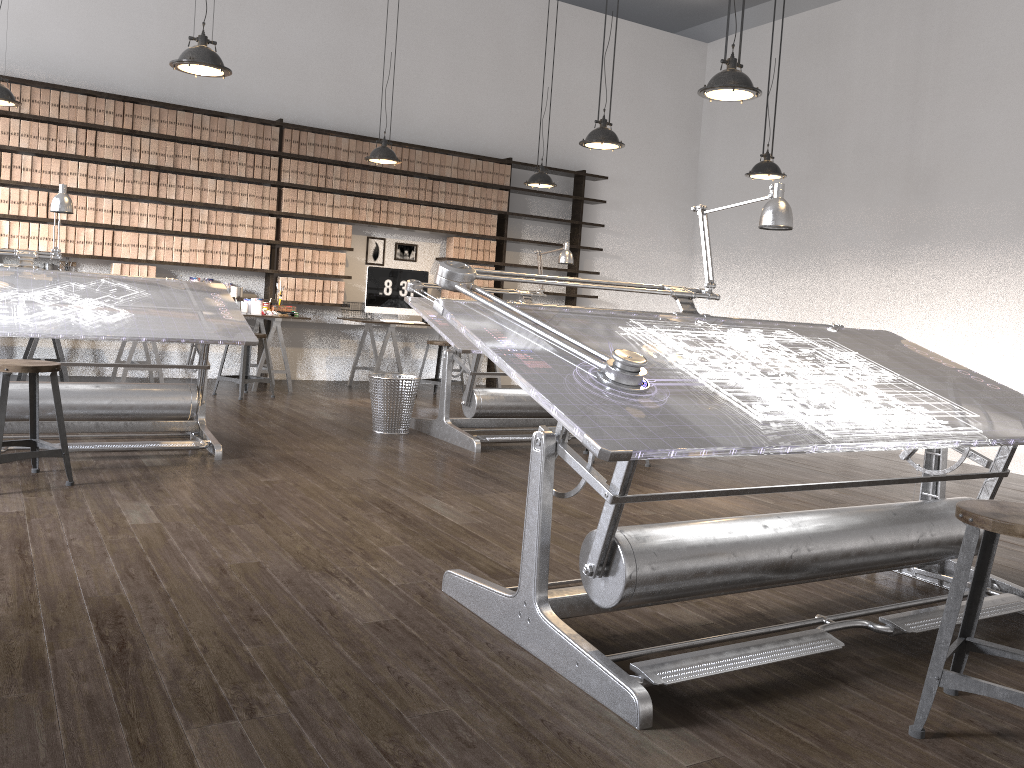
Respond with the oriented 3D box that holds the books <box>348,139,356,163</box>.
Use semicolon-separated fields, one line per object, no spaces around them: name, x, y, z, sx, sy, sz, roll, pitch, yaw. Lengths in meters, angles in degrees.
books;-1.587;-2.260;8.632;0.067;0.225;0.175;3;4;-31

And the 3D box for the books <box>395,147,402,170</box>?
books;-1.175;-2.254;8.884;0.066;0.225;0.175;3;4;-31

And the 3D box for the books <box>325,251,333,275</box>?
books;-1.799;-1.170;8.592;0.067;0.225;0.175;3;4;-31

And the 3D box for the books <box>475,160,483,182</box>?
books;-0.388;-2.240;9.348;0.066;0.225;0.175;3;4;-31

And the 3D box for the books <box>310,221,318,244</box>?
books;-1.929;-1.446;8.497;0.066;0.225;0.175;3;4;-31

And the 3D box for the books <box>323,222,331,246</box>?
books;-1.815;-1.445;8.567;0.066;0.225;0.175;3;4;-31

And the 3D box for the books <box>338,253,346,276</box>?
books;-1.690;-1.168;8.661;0.066;0.225;0.175;3;4;-31

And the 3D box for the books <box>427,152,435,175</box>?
books;-0.864;-2.249;9.070;0.066;0.225;0.175;3;4;-31

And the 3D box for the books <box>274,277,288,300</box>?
books;-2.188;-0.901;8.385;0.066;0.225;0.175;3;4;-31

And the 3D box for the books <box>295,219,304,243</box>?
books;-2.043;-1.448;8.425;0.067;0.225;0.175;3;4;-31

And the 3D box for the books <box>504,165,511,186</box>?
books;-0.090;-2.236;9.530;0.066;0.225;0.175;3;4;-31

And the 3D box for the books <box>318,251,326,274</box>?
books;-1.860;-1.172;8.562;0.066;0.225;0.175;3;4;-31

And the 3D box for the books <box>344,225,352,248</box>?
books;-1.633;-1.442;8.677;0.066;0.225;0.175;3;4;-31

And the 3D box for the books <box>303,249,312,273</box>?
books;-1.980;-1.173;8.486;0.066;0.225;0.175;3;4;-31

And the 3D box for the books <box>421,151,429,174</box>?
books;-0.925;-2.250;9.033;0.066;0.225;0.175;3;4;-31

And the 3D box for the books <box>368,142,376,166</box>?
books;-1.408;-2.258;8.741;0.066;0.225;0.175;3;4;-31

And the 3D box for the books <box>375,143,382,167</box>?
books;-1.344;-2.256;8.775;0.066;0.225;0.175;3;4;-31

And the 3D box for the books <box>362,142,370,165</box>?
books;-1.470;-2.259;8.709;0.066;0.225;0.175;3;4;-31

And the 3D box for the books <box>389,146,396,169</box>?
books;-1.230;-2.255;8.849;0.066;0.225;0.175;3;4;-31

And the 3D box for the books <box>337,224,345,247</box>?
books;-1.691;-1.442;8.636;0.066;0.225;0.175;3;4;-31

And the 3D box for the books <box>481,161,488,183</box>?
books;-0.326;-2.239;9.385;0.067;0.225;0.175;3;4;-31

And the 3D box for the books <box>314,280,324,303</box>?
books;-1.888;-0.895;8.562;0.067;0.225;0.175;3;4;-31

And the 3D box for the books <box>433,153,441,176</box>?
books;-0.804;-2.247;9.099;0.067;0.225;0.175;3;4;-31

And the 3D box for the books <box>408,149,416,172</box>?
books;-1.047;-2.252;8.961;0.066;0.225;0.175;3;4;-31

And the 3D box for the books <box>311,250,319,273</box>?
books;-1.921;-1.173;8.526;0.066;0.225;0.175;3;4;-31

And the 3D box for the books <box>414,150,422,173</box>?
books;-0.984;-2.250;8.993;0.066;0.225;0.175;3;4;-31

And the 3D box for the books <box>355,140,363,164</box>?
books;-1.528;-2.260;8.671;0.066;0.225;0.175;3;4;-31

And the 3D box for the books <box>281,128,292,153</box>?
books;-2.131;-2.270;8.312;0.066;0.225;0.175;3;4;-31

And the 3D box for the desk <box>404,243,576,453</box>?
desk;0.308;-0.318;6.228;2.067;1.384;1.080;2;4;-31

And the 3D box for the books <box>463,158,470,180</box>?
books;-0.514;-2.243;9.281;0.066;0.225;0.175;3;4;-31

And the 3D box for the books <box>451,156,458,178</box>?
books;-0.631;-2.244;9.204;0.067;0.225;0.175;3;4;-31

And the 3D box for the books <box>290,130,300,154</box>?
books;-2.064;-2.268;8.346;0.067;0.225;0.175;3;4;-31

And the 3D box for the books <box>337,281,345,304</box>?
books;-1.705;-0.893;8.677;0.066;0.225;0.175;3;4;-31

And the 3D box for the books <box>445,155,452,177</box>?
books;-0.694;-2.246;9.168;0.066;0.225;0.175;3;4;-31

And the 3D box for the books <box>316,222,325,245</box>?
books;-1.870;-1.445;8.528;0.067;0.225;0.175;3;4;-31

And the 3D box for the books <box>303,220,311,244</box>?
books;-1.982;-1.447;8.464;0.066;0.225;0.175;3;4;-31

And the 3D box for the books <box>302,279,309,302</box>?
books;-2.010;-0.898;8.493;0.066;0.225;0.175;3;4;-31

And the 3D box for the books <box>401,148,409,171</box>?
books;-1.109;-2.252;8.918;0.067;0.225;0.175;3;4;-31

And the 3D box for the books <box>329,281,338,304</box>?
books;-1.764;-0.893;8.638;0.066;0.225;0.175;3;4;-31

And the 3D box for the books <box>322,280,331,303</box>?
books;-1.827;-0.895;8.605;0.066;0.225;0.175;3;4;-31

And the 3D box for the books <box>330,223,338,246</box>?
books;-1.754;-1.444;8.604;0.066;0.225;0.175;3;4;-31

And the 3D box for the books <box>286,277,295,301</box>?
books;-2.124;-0.899;8.420;0.066;0.225;0.175;3;4;-31

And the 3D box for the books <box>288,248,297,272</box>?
books;-2.105;-1.175;8.410;0.067;0.225;0.175;3;4;-31

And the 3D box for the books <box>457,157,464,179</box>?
books;-0.573;-2.244;9.243;0.066;0.225;0.175;3;4;-31

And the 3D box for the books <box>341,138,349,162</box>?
books;-1.650;-2.261;8.596;0.066;0.225;0.175;3;4;-31

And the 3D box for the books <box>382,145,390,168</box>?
books;-1.282;-2.255;8.813;0.067;0.225;0.175;3;4;-31

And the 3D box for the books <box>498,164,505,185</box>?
books;-0.152;-2.237;9.498;0.066;0.225;0.175;3;4;-31

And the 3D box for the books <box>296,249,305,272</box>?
books;-2.043;-1.175;8.453;0.066;0.225;0.175;3;4;-31

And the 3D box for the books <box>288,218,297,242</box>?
books;-2.106;-1.449;8.392;0.066;0.225;0.175;3;4;-31

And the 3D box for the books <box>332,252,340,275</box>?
books;-1.745;-1.170;8.630;0.066;0.225;0.175;3;4;-31

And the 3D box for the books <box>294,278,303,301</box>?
books;-2.062;-0.898;8.457;0.067;0.225;0.175;3;4;-31

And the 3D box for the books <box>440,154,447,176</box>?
books;-0.749;-2.247;9.138;0.066;0.225;0.175;3;4;-31

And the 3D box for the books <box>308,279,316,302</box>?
books;-1.955;-0.897;8.529;0.066;0.225;0.175;3;4;-31
